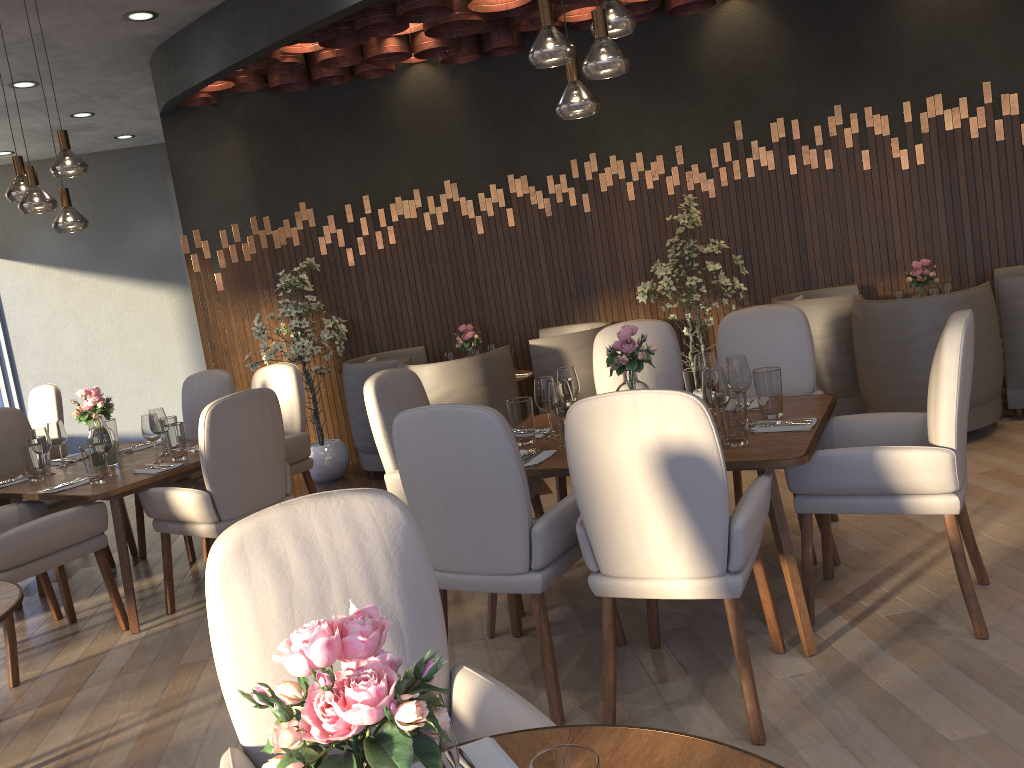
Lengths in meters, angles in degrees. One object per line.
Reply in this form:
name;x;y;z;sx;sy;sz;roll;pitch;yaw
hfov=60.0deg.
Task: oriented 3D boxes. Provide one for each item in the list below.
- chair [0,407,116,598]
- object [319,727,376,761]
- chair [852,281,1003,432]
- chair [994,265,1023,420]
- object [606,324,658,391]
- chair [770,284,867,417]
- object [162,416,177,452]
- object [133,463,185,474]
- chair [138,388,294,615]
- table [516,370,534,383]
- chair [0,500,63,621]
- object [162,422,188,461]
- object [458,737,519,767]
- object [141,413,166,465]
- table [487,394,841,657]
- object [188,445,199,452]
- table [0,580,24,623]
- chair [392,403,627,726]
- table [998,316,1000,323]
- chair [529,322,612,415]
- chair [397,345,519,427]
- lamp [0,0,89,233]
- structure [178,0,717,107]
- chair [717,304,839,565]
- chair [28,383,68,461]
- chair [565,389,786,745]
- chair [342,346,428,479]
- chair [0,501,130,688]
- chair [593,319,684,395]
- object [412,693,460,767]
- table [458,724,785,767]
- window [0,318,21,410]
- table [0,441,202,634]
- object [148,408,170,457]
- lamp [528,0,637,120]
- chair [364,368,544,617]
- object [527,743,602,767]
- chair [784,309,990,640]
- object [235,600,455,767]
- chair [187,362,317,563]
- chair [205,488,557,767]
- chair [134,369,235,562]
chair;-2.710;0.620;4.990;0.599;0.997;0.531;-5;8;31
object;-0.191;0.521;1.116;0.102;0.178;0.103;-7;7;14
chair;2.341;-0.105;5.044;0.773;0.834;0.598;-4;8;33
chair;3.225;-0.280;5.286;0.594;0.834;0.778;-5;8;28
object;0.454;-0.016;3.308;0.197;0.414;0.211;-3;9;40
chair;2.063;-0.187;5.920;0.594;0.834;0.778;-6;8;23
object;-1.795;0.264;4.645;0.102;0.178;0.102;-11;7;-17
object;-1.684;0.393;4.194;0.255;0.019;0.158;-3;10;38
chair;-1.326;0.531;4.091;0.599;0.997;0.531;-4;8;36
table;-0.208;0.259;6.293;0.835;0.560;0.836;-11;8;-14
chair;-2.611;0.724;4.159;0.527;0.997;0.602;-4;8;36
object;-1.641;0.284;4.340;0.102;0.178;0.102;-12;7;-26
object;-0.054;0.565;1.231;0.158;0.019;0.255;-12;9;-22
object;-1.755;0.268;4.339;0.092;0.243;0.092;-9;7;-4
table;0.547;0.505;3.380;1.305;0.663;0.969;-5;8;26
object;-1.626;0.325;4.599;0.157;0.019;0.256;-3;10;37
table;-1.719;1.007;2.397;0.836;0.660;0.834;-14;9;-32
chair;-0.008;0.493;2.903;0.527;0.997;0.603;-5;8;29
table;2.660;-0.099;5.625;0.833;0.560;0.838;-4;9;36
chair;0.480;0.026;6.175;0.595;0.834;0.777;-8;7;8
chair;-0.346;0.238;5.611;0.773;0.834;0.598;-7;7;13
lamp;-2.365;-1.411;4.338;0.440;1.321;0.440;-12;7;-21
structure;1.878;-2.665;4.621;9.441;0.555;2.769;-6;9;23
chair;1.074;0.189;3.829;0.527;0.997;0.603;-5;8;29
chair;-3.530;0.546;6.408;0.527;0.997;0.602;-4;8;36
chair;0.493;0.451;2.646;0.527;0.997;0.603;-6;7;24
chair;-0.872;0.211;6.379;0.595;0.834;0.777;-9;7;3
chair;-2.145;0.696;3.841;0.527;0.997;0.603;-5;8;31
chair;0.561;0.235;4.069;0.527;0.997;0.603;-6;7;22
object;-0.103;0.483;1.057;0.092;0.243;0.092;-15;9;-42
table;0.069;0.924;1.008;0.833;0.660;0.837;-2;10;43
window;-1.722;-0.410;1.525;16.105;3.188;8.099;-3;10;38
table;-2.006;0.739;4.561;1.305;0.663;0.969;-4;9;34
object;-1.798;0.247;4.533;0.092;0.243;0.092;-10;7;-11
lamp;0.192;-1.640;3.118;0.439;1.321;0.441;-9;6;-1
chair;-0.221;0.408;3.726;0.599;0.997;0.531;-6;7;24
object;0.068;0.483;0.863;0.092;0.243;0.092;-11;7;-21
chair;1.277;0.275;3.007;0.599;0.997;0.531;-5;8;29
object;-0.142;0.426;0.893;0.211;0.414;0.198;-14;8;-34
chair;-1.425;0.426;4.930;0.527;0.997;0.602;-4;8;36
chair;-0.203;0.725;1.509;0.529;0.997;0.600;-12;7;-25
chair;-1.906;0.458;5.232;0.527;0.997;0.603;-5;8;29
